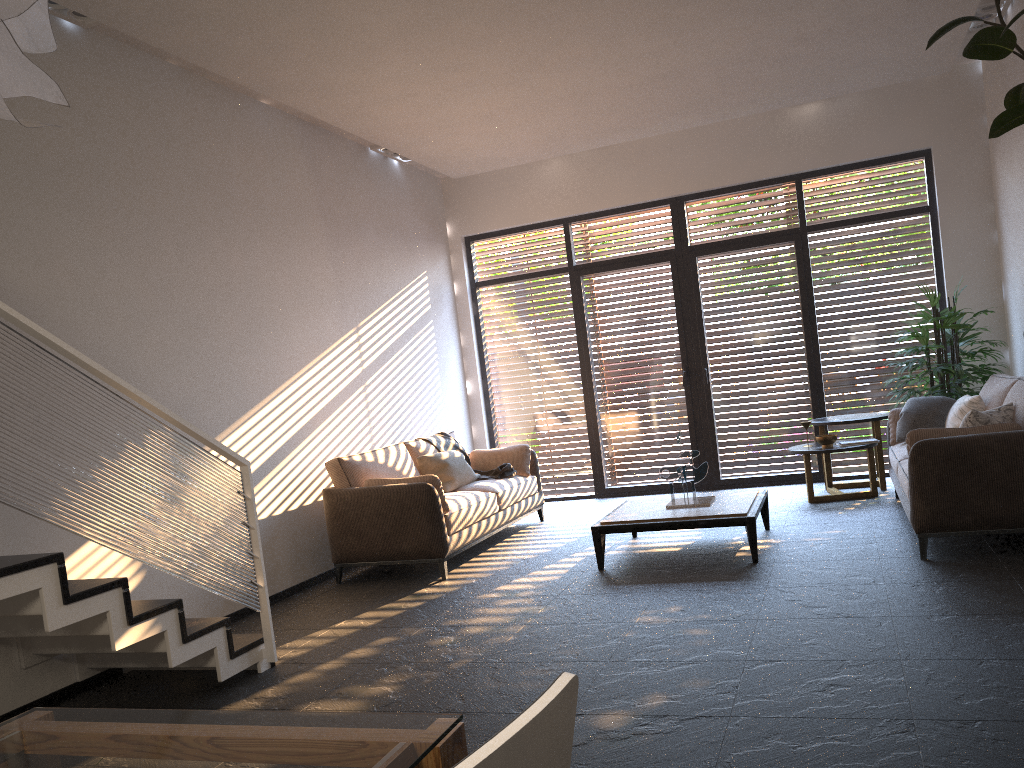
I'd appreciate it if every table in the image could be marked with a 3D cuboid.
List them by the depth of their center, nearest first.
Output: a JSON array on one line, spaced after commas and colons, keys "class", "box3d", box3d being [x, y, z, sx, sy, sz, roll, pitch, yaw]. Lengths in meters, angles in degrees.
[{"class": "table", "box3d": [-0.812, 1.021, 0.889, 0.999, 0.716, 1.793, -7, 0, 20]}, {"class": "table", "box3d": [1.209, 0.989, 6.146, 1.051, 0.308, 1.111, -7, 0, 20]}]

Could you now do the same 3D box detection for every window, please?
[{"class": "window", "box3d": [1.839, -0.428, 8.915, 4.951, 3.036, 0.457, -7, 3, 20]}]

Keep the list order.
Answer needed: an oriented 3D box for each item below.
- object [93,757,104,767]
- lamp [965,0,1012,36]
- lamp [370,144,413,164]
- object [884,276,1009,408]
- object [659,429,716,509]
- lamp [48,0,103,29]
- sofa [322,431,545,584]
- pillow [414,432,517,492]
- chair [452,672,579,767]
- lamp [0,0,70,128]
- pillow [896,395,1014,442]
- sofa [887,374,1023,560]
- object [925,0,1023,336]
[{"class": "object", "box3d": [-0.858, 0.498, 0.867, 0.532, 0.368, 0.665, -7, 1, 15]}, {"class": "lamp", "box3d": [3.460, -2.708, 6.470, 0.254, 0.066, 0.642, -7, 0, 20]}, {"class": "lamp", "box3d": [-1.041, -2.150, 8.152, 0.254, 0.066, 0.642, -7, 0, 20]}, {"class": "object", "box3d": [3.621, -0.017, 7.392, 0.977, 1.727, 0.913, -8, 2, -14]}, {"class": "object", "box3d": [-1.263, -1.127, 2.398, 0.366, 4.485, 8.868, -5, 1, 32]}, {"class": "lamp", "box3d": [-2.351, -1.997, 4.549, 0.254, 0.066, 0.642, -7, 0, 20]}, {"class": "sofa", "box3d": [-0.563, 0.903, 7.269, 0.995, 0.921, 2.312, -7, 0, 20]}, {"class": "pillow", "box3d": [-0.577, 0.785, 7.790, 0.958, 0.709, 1.013, -6, 1, 44]}, {"class": "chair", "box3d": [-0.212, 0.846, 1.063, 0.603, 0.922, 0.473, -6, 3, 30]}, {"class": "lamp", "box3d": [-1.261, -2.647, 0.712, 1.120, 5.226, 1.056, -5, 3, 31]}, {"class": "pillow", "box3d": [2.956, 0.279, 5.976, 0.619, 0.343, 1.886, -7, 0, 20]}, {"class": "sofa", "box3d": [3.085, 0.451, 5.906, 0.995, 0.921, 2.312, -7, 0, 20]}, {"class": "object", "box3d": [1.755, -0.539, 2.240, 0.907, 3.207, 2.008, -7, 2, -2]}]
